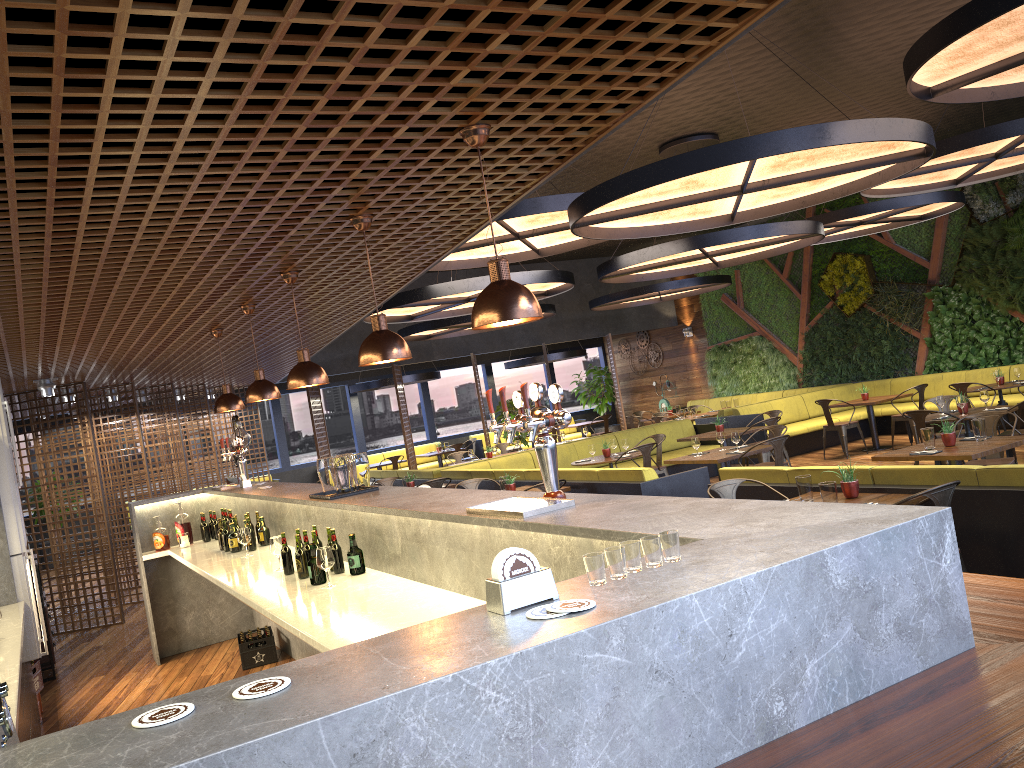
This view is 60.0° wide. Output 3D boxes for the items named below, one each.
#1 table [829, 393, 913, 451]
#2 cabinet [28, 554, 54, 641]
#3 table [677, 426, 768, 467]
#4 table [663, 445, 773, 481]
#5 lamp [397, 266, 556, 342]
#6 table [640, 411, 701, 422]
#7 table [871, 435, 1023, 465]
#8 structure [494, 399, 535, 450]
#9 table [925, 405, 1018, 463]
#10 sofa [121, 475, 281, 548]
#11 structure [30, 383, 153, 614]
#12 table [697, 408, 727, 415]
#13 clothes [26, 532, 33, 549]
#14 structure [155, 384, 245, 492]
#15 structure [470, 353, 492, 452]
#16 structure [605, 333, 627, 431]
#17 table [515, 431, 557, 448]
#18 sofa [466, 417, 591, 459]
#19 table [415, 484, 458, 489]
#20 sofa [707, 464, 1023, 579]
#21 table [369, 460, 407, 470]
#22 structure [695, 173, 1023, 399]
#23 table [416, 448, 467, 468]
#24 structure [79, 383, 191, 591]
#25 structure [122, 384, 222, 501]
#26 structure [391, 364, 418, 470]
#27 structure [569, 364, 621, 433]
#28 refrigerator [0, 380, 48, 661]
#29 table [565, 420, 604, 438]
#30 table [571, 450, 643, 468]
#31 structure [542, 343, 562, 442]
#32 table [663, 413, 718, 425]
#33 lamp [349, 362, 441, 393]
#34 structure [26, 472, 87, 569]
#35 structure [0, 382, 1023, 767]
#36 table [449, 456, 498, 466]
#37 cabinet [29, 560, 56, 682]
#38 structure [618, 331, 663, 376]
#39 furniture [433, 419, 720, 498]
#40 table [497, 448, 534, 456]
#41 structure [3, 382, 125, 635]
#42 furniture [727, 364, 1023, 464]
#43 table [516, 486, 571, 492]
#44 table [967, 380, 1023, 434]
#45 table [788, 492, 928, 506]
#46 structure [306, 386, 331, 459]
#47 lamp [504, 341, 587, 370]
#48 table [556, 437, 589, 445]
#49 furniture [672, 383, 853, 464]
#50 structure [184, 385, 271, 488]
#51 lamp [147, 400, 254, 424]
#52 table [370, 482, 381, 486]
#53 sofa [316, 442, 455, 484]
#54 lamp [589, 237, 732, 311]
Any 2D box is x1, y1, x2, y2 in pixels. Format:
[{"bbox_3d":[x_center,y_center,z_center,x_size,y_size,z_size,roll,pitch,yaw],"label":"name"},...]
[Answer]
[{"bbox_3d":[5.554,0.616,13.634,0.887,0.763,0.906,-9,-1,-29],"label":"table"},{"bbox_3d":[-4.681,2.185,8.480,0.473,1.007,0.553,-9,-1,-29],"label":"cabinet"},{"bbox_3d":[2.960,1.044,12.190,0.887,0.763,0.906,-9,-1,-29],"label":"table"},{"bbox_3d":[2.346,1.126,9.687,0.906,0.763,0.887,-9,-1,-29],"label":"table"},{"bbox_3d":[-0.721,-1.710,15.494,2.778,1.475,2.778,-9,-1,-29],"label":"lamp"},{"bbox_3d":[3.365,1.031,18.499,0.887,0.763,0.906,-9,-1,-29],"label":"table"},{"bbox_3d":[3.661,0.882,7.222,0.887,0.763,0.906,-9,-1,-29],"label":"table"},{"bbox_3d":[0.120,1.069,17.732,0.993,1.763,1.166,-10,-1,32],"label":"structure"},{"bbox_3d":[4.923,0.687,9.516,1.007,0.760,1.007,-9,-1,-41],"label":"table"},{"bbox_3d":[-6.317,2.596,18.303,3.061,0.914,0.966,-9,-1,-29],"label":"sofa"},{"bbox_3d":[-5.127,1.424,11.019,1.319,2.700,0.050,-10,0,1],"label":"structure"},{"bbox_3d":[4.210,0.875,17.044,0.887,0.763,0.906,-9,-1,-29],"label":"table"},{"bbox_3d":[-8.597,2.663,15.526,0.401,1.494,0.423,-9,-1,-33],"label":"clothes"},{"bbox_3d":[-5.046,1.442,14.629,1.319,2.700,0.050,-10,0,1],"label":"structure"},{"bbox_3d":[-0.574,0.714,18.135,0.050,2.700,0.852,-10,0,1],"label":"structure"},{"bbox_3d":[2.366,0.229,19.771,0.050,2.700,0.852,-10,0,1],"label":"structure"},{"bbox_3d":[0.544,1.528,20.622,0.906,0.763,0.887,-9,-1,-29],"label":"table"},{"bbox_3d":[0.483,1.475,22.089,3.061,0.914,0.966,-9,-1,-29],"label":"sofa"},{"bbox_3d":[-1.228,1.748,11.455,0.887,0.763,0.906,-9,-1,-29],"label":"table"},{"bbox_3d":[2.772,0.945,6.029,0.966,0.914,3.061,-9,-1,-29],"label":"sofa"},{"bbox_3d":[-2.741,2.070,18.789,0.887,0.763,0.906,-9,-1,-29],"label":"table"},{"bbox_3d":[6.515,-1.464,16.486,0.918,4.593,9.182,-9,-1,-30],"label":"structure"},{"bbox_3d":[-1.531,1.870,19.467,0.906,0.763,0.887,-9,-1,-29],"label":"table"},{"bbox_3d":[-5.100,1.430,12.222,1.319,2.700,0.050,-10,0,1],"label":"structure"},{"bbox_3d":[-5.073,1.436,13.426,1.319,2.700,0.050,-10,0,1],"label":"structure"},{"bbox_3d":[-2.045,0.956,17.316,0.050,2.700,0.852,-10,0,1],"label":"structure"},{"bbox_3d":[2.348,0.522,23.008,1.493,2.184,1.272,-9,-1,-29],"label":"structure"},{"bbox_3d":[-3.868,0.936,6.575,0.454,2.109,1.159,-9,-1,-29],"label":"refrigerator"},{"bbox_3d":[1.756,1.328,21.292,0.887,0.763,0.906,-9,-1,-29],"label":"table"},{"bbox_3d":[1.319,1.315,11.402,1.007,0.760,1.007,-10,-1,9],"label":"table"},{"bbox_3d":[0.896,0.472,18.953,0.050,2.700,0.852,-10,0,1],"label":"structure"},{"bbox_3d":[3.404,1.007,16.595,0.887,0.763,0.906,-9,-1,-29],"label":"table"},{"bbox_3d":[-2.702,-1.032,19.288,1.979,2.172,1.979,-10,-1,16],"label":"lamp"},{"bbox_3d":[-8.712,2.561,16.923,0.993,1.763,1.166,-10,-1,32],"label":"structure"},{"bbox_3d":[-1.778,0.804,5.158,2.700,2.700,9.298,-9,-1,-29],"label":"structure"},{"bbox_3d":[-0.403,1.637,14.648,0.906,0.763,0.887,-9,-1,-29],"label":"table"},{"bbox_3d":[-4.352,2.124,7.870,0.473,1.007,0.553,-9,-1,-29],"label":"cabinet"},{"bbox_3d":[3.241,-0.808,22.662,0.058,1.178,1.791,-9,-1,-29],"label":"structure"},{"bbox_3d":[1.215,1.265,12.356,4.895,0.914,7.462,-9,-1,-34],"label":"furniture"},{"bbox_3d":[0.381,1.507,15.085,0.906,0.763,0.887,-9,-1,-29],"label":"table"},{"bbox_3d":[-5.154,1.418,9.816,1.319,2.700,0.050,-10,0,1],"label":"structure"},{"bbox_3d":[6.145,0.439,13.570,3.372,0.914,4.503,-9,-1,-29],"label":"furniture"},{"bbox_3d":[0.051,1.511,9.088,0.887,0.763,0.906,-9,-1,-29],"label":"table"},{"bbox_3d":[6.804,0.392,12.273,1.007,0.760,1.007,-10,-1,29],"label":"table"},{"bbox_3d":[1.991,1.150,5.559,0.906,0.763,0.887,-9,-1,-29],"label":"table"},{"bbox_3d":[-3.515,1.199,16.498,0.050,2.700,0.852,-10,0,1],"label":"structure"},{"bbox_3d":[0.626,-1.583,21.141,1.979,2.172,1.979,-9,-1,-44],"label":"lamp"},{"bbox_3d":[1.160,1.379,15.525,0.906,0.763,0.887,-9,-1,-29],"label":"table"},{"bbox_3d":[3.952,0.846,17.635,3.378,0.916,4.755,-9,-1,-29],"label":"furniture"},{"bbox_3d":[-5.019,1.448,15.832,1.319,2.700,0.050,-10,0,1],"label":"structure"},{"bbox_3d":[-6.227,-0.451,17.326,1.979,2.172,1.979,-9,-1,-22],"label":"lamp"},{"bbox_3d":[-2.510,1.987,13.819,0.887,0.763,0.906,-9,-1,-29],"label":"table"},{"bbox_3d":[-2.794,2.015,20.265,3.061,0.914,0.966,-9,-1,-29],"label":"sofa"},{"bbox_3d":[2.785,-2.366,17.362,2.778,1.362,2.778,-10,-1,26],"label":"lamp"}]
